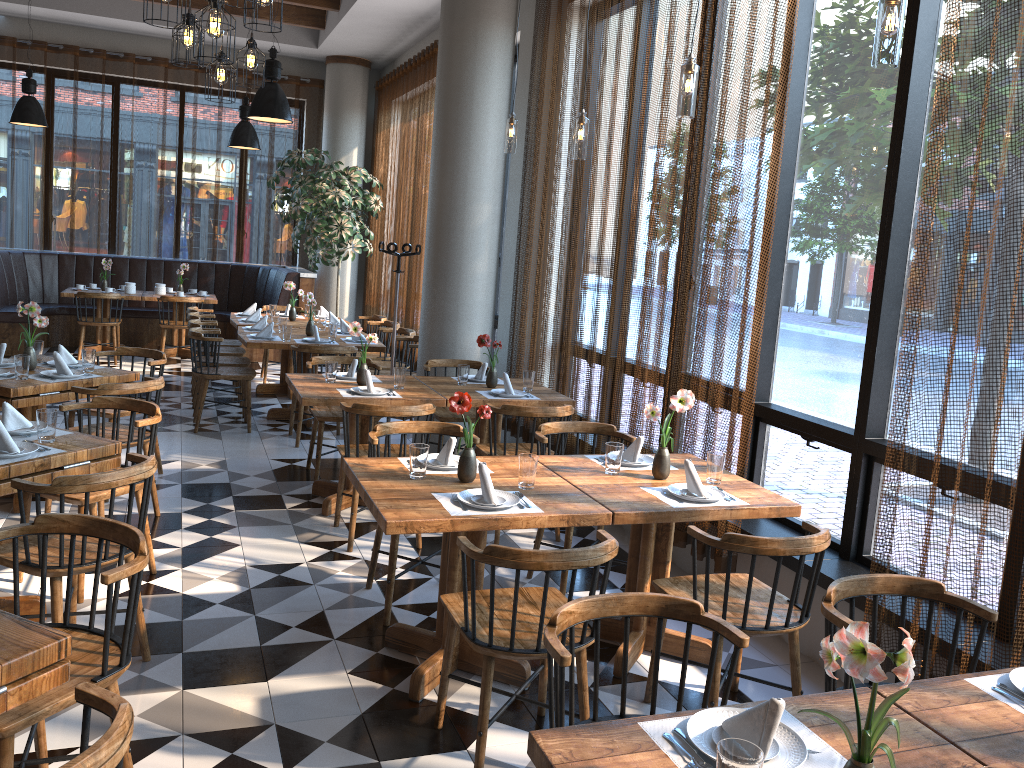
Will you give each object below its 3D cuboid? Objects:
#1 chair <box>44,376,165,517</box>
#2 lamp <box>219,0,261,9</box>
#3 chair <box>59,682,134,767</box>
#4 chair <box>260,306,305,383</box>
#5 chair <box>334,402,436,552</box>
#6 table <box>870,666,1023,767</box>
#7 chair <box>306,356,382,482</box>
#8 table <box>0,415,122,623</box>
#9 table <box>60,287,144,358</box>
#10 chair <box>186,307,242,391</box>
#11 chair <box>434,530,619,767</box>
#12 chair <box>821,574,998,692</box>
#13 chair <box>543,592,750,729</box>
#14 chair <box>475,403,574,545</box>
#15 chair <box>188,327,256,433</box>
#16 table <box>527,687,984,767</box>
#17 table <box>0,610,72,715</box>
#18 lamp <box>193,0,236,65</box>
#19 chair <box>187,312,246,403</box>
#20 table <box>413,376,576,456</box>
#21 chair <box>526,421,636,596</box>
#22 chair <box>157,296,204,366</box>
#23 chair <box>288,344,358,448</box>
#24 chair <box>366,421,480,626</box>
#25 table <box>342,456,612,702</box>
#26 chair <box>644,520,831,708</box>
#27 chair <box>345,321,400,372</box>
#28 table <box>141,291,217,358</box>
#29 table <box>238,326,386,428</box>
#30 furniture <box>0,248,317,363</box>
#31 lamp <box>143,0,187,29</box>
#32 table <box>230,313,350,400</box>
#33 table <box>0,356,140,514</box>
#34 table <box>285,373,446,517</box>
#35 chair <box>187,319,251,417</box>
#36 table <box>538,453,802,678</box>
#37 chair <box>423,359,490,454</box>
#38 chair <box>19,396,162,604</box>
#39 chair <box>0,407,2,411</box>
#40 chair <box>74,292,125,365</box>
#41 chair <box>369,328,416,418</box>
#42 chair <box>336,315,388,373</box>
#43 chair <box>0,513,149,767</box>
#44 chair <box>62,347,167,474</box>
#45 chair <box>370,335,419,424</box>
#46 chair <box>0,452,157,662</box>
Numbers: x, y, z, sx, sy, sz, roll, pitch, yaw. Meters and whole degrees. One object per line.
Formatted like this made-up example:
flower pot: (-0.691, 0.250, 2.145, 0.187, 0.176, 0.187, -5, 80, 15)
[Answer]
chair: (-2.271, 0.355, 4.976, 0.551, 0.813, 0.521, 8, 8, 24)
lamp: (-1.145, -2.732, 3.871, 0.175, 2.061, 0.176, 4, 7, -2)
chair: (-0.998, 0.993, 1.581, 0.551, 0.813, 0.521, 8, 8, 24)
chair: (-2.549, -0.438, 9.848, 0.519, 0.813, 0.553, 2, 8, -21)
chair: (-0.732, 0.474, 4.993, 0.519, 0.813, 0.553, 2, 8, -21)
table: (1.347, 1.160, 1.862, 0.850, 0.760, 0.855, 1, 8, -21)
chair: (-1.186, 0.246, 6.204, 0.519, 0.813, 0.553, 2, 8, -21)
table: (-2.232, 0.609, 3.562, 0.866, 0.760, 0.867, 8, 9, 24)
table: (-4.939, -0.735, 10.710, 0.850, 0.760, 0.855, 1, 8, -21)
chair: (-3.069, -0.362, 9.109, 0.549, 0.813, 0.522, 2, 8, -21)
chair: (0.034, 0.857, 2.950, 0.519, 0.813, 0.553, 2, 8, -21)
chair: (1.118, 1.020, 2.461, 0.519, 0.813, 0.553, 2, 8, -21)
chair: (0.330, 1.006, 2.161, 0.519, 0.813, 0.553, 2, 8, -21)
chair: (0.057, 0.488, 5.292, 0.519, 0.813, 0.553, 2, 8, -21)
chair: (-2.423, -0.038, 7.386, 0.549, 0.813, 0.522, 2, 8, -21)
table: (0.547, 1.145, 1.558, 0.850, 0.760, 0.855, 1, 8, -21)
table: (-1.585, 0.933, 1.837, 0.866, 0.760, 0.867, 8, 9, 24)
lamp: (-1.325, -2.543, 4.060, 0.175, 2.061, 0.176, 4, 7, -2)
chair: (-2.868, -0.261, 8.574, 0.549, 0.813, 0.522, 2, 8, -21)
table: (-0.168, 0.400, 5.905, 0.850, 0.760, 0.855, 1, 8, -21)
chair: (0.369, 0.644, 4.461, 0.519, 0.813, 0.553, 2, 8, -21)
chair: (-3.916, -0.639, 10.438, 0.519, 0.813, 0.553, 2, 8, -21)
chair: (-1.545, 0.065, 7.168, 0.519, 0.813, 0.553, 2, 8, -21)
chair: (-0.420, 0.630, 4.161, 0.519, 0.813, 0.553, 2, 8, -21)
table: (-0.203, 0.769, 3.559, 0.850, 0.760, 0.855, 1, 8, -21)
chair: (0.822, 0.872, 3.250, 0.519, 0.813, 0.553, 2, 8, -21)
chair: (-1.452, -0.233, 9.099, 0.549, 0.813, 0.522, 2, 8, -21)
table: (-4.141, -0.721, 11.013, 0.850, 0.760, 0.855, 1, 8, -21)
table: (-1.836, -0.052, 7.933, 1.215, 0.760, 1.221, 2, 9, -17)
furniture: (-4.713, -1.016, 11.363, 4.036, 1.144, 1.929, 1, 9, -21)
lamp: (-1.521, -2.675, 3.962, 0.175, 2.061, 0.176, 0, 8, -35)
table: (-2.275, -0.272, 9.103, 1.215, 0.760, 1.221, 2, 9, -17)
table: (-2.858, 0.296, 5.232, 0.866, 0.760, 0.867, 8, 9, 24)
table: (-0.968, 0.386, 5.601, 0.850, 0.760, 0.855, 1, 8, -21)
chair: (-2.642, -0.148, 7.971, 0.549, 0.813, 0.522, 2, 8, -21)
table: (0.597, 0.784, 3.862, 0.850, 0.760, 0.855, 1, 8, -21)
chair: (-0.397, 0.261, 6.504, 0.519, 0.813, 0.553, 2, 8, -21)
chair: (-1.962, 0.510, 4.153, 0.520, 0.813, 0.551, 8, 8, 24)
chair: (-3.439, 0.181, 5.499, 0.551, 0.813, 0.521, 8, 8, 24)
chair: (-4.719, -0.654, 10.133, 0.519, 0.813, 0.553, 2, 8, -21)
chair: (-1.225, -0.120, 8.495, 0.549, 0.813, 0.522, 2, 8, -21)
chair: (-1.659, -0.337, 9.651, 0.549, 0.813, 0.522, 2, 8, -21)
chair: (-1.315, 0.834, 2.427, 0.520, 0.813, 0.551, 8, 8, 24)
chair: (-2.587, 0.196, 5.822, 0.520, 0.813, 0.551, 8, 8, 24)
chair: (-1.013, -0.013, 7.928, 0.549, 0.813, 0.522, 2, 8, -21)
chair: (-1.645, 0.669, 3.307, 0.551, 0.813, 0.521, 8, 8, 24)
